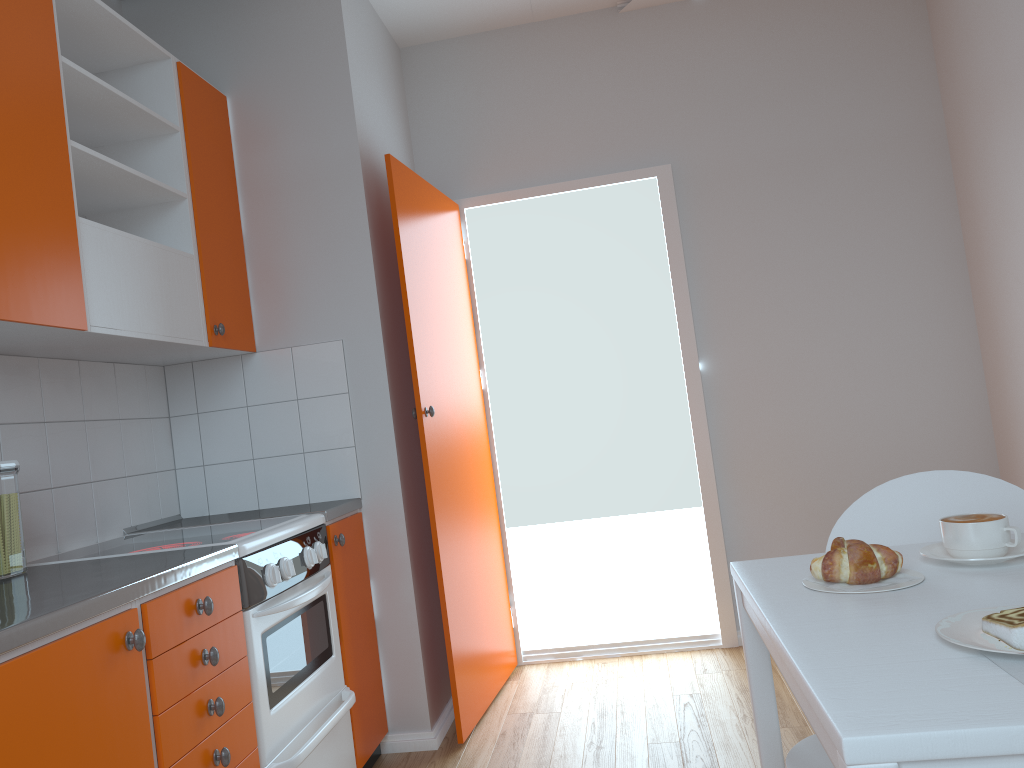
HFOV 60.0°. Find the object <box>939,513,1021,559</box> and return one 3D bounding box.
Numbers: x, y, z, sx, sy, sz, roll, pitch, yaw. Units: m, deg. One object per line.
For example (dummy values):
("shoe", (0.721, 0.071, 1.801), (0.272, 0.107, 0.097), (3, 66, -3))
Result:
("object", (0.709, 0.232, 1.351), (0.099, 0.064, 0.093), (-8, -2, 11))

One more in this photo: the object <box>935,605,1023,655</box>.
("object", (0.563, 0.268, 0.954), (0.192, 0.012, 0.191), (-8, -2, 5))

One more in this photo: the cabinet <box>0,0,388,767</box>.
("cabinet", (-1.073, 0.099, 1.578), (0.704, 2.350, 3.104), (-8, -2, 7))

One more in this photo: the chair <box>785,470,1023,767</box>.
("chair", (0.706, 0.611, 1.426), (0.511, 0.871, 0.637), (-9, -3, 33))

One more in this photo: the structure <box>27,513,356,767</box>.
("structure", (-0.855, 0.848, 2.413), (0.732, 0.865, 0.618), (-8, -3, 8))

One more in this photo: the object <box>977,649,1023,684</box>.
("object", (0.602, 0.266, 0.912), (0.228, 0.003, 0.227), (-8, -2, 8))

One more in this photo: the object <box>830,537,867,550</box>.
("object", (0.528, 0.261, 1.348), (0.075, 0.059, 0.059), (-9, -3, 29))

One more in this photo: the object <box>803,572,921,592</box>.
("object", (0.515, 0.289, 1.314), (0.122, 0.005, 0.121), (-7, -2, -12))

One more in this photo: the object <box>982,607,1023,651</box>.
("object", (0.552, 0.253, 0.958), (0.074, 0.043, 0.128), (-7, -2, 0))

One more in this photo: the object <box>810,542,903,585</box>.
("object", (0.508, 0.262, 1.298), (0.131, 0.060, 0.069), (-8, -2, 8))

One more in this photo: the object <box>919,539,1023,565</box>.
("object", (0.710, 0.260, 1.350), (0.162, 0.020, 0.159), (-8, -2, 23))

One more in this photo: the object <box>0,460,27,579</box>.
("object", (-1.188, 0.307, 1.911), (0.094, 0.261, 0.301), (-8, -2, 7))

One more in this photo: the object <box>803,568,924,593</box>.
("object", (0.518, 0.291, 1.311), (0.164, 0.005, 0.169), (-6, -2, -40))

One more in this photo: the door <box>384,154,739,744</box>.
("door", (0.075, 0.169, 3.668), (1.379, 2.057, 0.696), (-6, -3, -34))

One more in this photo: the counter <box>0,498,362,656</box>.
("counter", (-1.044, 0.454, 1.563), (0.681, 0.132, 3.103), (-8, -2, 7))

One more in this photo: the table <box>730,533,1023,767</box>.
("table", (1.011, 0.608, 1.056), (1.278, 0.771, 0.830), (-8, -2, 8))
